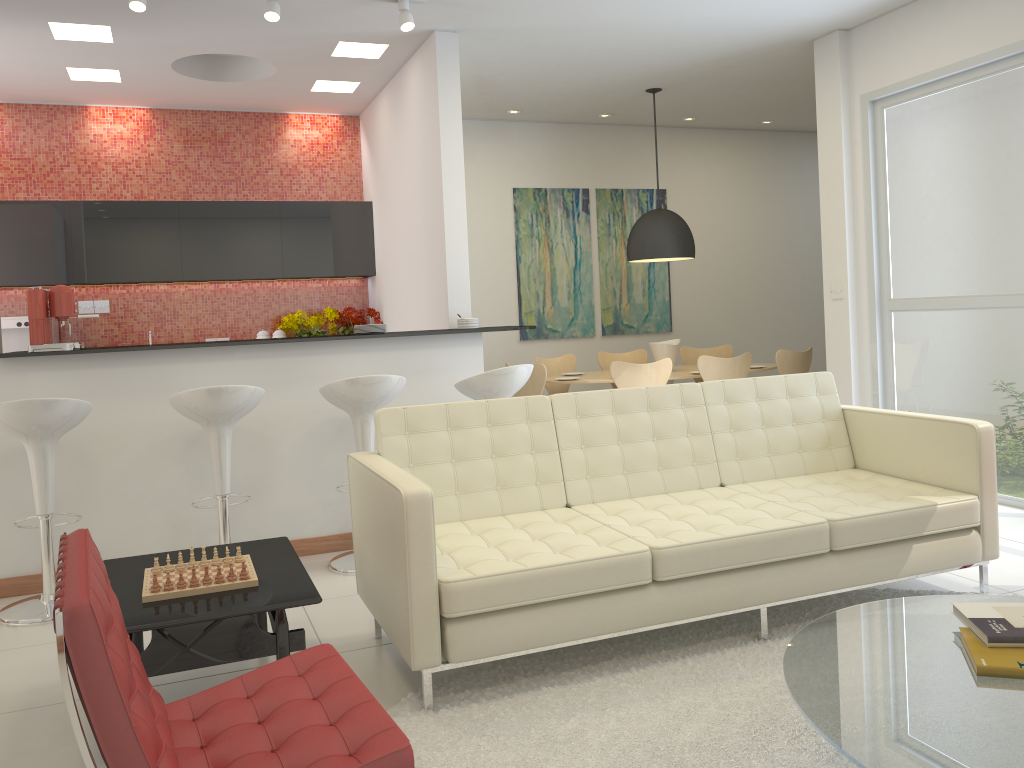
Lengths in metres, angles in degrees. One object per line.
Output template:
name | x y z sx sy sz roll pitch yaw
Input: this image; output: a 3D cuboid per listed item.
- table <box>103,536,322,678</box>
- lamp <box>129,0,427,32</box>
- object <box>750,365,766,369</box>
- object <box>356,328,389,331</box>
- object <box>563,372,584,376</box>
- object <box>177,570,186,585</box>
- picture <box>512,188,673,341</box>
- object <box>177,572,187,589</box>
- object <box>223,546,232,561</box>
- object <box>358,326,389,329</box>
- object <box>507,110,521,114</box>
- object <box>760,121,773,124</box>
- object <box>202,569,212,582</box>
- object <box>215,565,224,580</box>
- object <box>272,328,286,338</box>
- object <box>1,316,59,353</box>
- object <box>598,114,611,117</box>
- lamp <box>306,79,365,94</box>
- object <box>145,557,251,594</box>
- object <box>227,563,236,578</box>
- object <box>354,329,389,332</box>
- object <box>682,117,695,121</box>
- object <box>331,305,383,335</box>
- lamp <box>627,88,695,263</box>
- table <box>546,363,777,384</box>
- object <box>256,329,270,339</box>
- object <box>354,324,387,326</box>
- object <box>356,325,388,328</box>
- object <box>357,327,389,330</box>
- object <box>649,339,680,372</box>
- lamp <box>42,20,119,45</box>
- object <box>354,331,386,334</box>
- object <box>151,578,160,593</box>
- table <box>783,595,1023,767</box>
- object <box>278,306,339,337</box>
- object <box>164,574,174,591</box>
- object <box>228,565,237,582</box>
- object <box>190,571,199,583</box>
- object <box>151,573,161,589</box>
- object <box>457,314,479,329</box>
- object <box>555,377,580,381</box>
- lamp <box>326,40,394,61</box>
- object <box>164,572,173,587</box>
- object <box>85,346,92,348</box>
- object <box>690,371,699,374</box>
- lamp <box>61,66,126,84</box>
table | -1.080 0.888 3.110 0.701 0.421 0.918 -4 4 -21
lamp | -1.359 -2.137 4.961 1.824 0.199 0.112 -4 2 -21
object | 2.107 -0.146 7.716 0.210 0.015 0.211 0 5 34
object | -0.864 -0.330 5.449 0.210 0.015 0.211 -1 5 23
object | 0.546 -0.087 7.895 0.210 0.015 0.211 -3 4 1
object | -1.104 0.645 2.956 0.030 0.049 0.030 -3 2 -13
picture | 0.846 -1.239 9.024 1.740 1.505 0.020 -4 1 -21
object | -1.090 0.645 2.918 0.030 0.055 0.030 -3 2 -13
object | -1.042 0.619 3.237 0.030 0.052 0.030 -4 2 -28
object | -0.864 -0.344 5.449 0.210 0.015 0.211 -1 5 23
object | 0.018 -2.561 8.331 0.129 0.010 0.130 -1 5 24
object | 2.693 -2.768 9.362 0.129 0.010 0.130 -1 5 24
object | -1.030 0.640 2.985 0.030 0.049 0.030 -3 2 -13
object | -0.993 0.637 2.999 0.030 0.049 0.030 -3 2 -13
object | -1.987 -0.334 7.573 0.159 0.283 0.160 -2 2 31
object | -3.947 -0.281 6.891 0.723 0.470 0.436 -4 3 -21
object | 0.910 -2.630 8.675 0.129 0.010 0.130 -1 5 24
lamp | -1.432 -2.422 7.166 0.409 0.034 0.409 -4 5 -21
object | -1.083 0.659 3.071 0.347 0.001 0.350 -4 5 -21
object | -0.955 0.634 3.013 0.030 0.049 0.030 -3 2 -13
object | -0.863 -0.323 5.449 0.210 0.015 0.211 -1 5 23
object | 1.802 -2.699 9.018 0.129 0.010 0.130 -1 5 24
object | -1.361 -0.470 7.817 0.504 0.448 0.522 -5 4 -41
lamp | 1.278 -1.834 7.775 0.595 1.492 0.594 -3 2 -19
table | 1.356 0.253 7.821 2.264 0.728 1.281 -4 4 -20
object | -2.151 -0.334 7.669 0.159 0.283 0.160 -2 2 31
object | -0.865 -0.358 5.449 0.210 0.015 0.211 -1 5 23
object | -0.865 -0.351 5.449 0.210 0.015 0.211 -1 5 23
object | -0.864 -0.337 5.449 0.210 0.015 0.211 -1 5 23
object | 1.348 -0.249 7.801 0.271 0.279 0.262 -2 3 14
lamp | -2.722 -2.238 5.601 0.409 0.034 0.409 -4 5 -21
object | -0.863 -0.316 5.450 0.210 0.015 0.211 -1 5 23
object | -1.164 0.656 2.890 0.030 0.044 0.030 -3 2 -13
table | 1.312 0.881 1.858 1.322 0.403 1.539 -4 5 -22
object | -1.751 -0.439 7.662 0.523 0.448 0.503 -4 3 -19
object | -1.127 0.649 2.904 0.030 0.052 0.030 -3 2 -13
object | -0.941 0.635 2.976 0.030 0.052 0.030 -3 2 -13
object | -1.067 0.642 2.970 0.030 0.049 0.030 -3 2 -13
object | -1.179 0.651 2.927 0.030 0.049 0.030 -3 2 -13
object | -0.302 -0.410 5.760 0.173 0.097 0.140 -5 4 -28
object | 0.461 -0.041 7.359 0.210 0.015 0.211 -3 4 1
lamp | -1.074 -2.366 6.236 0.409 0.034 0.409 -4 5 -21
object | -1.142 0.648 2.941 0.030 0.049 0.030 -3 2 -13
object | -3.427 -0.192 7.041 0.172 0.215 0.172 -3 2 -2
object | 1.583 -0.094 7.356 0.210 0.015 0.211 -1 5 25
lamp | -3.080 -2.295 6.531 0.409 0.034 0.409 -4 5 -21
